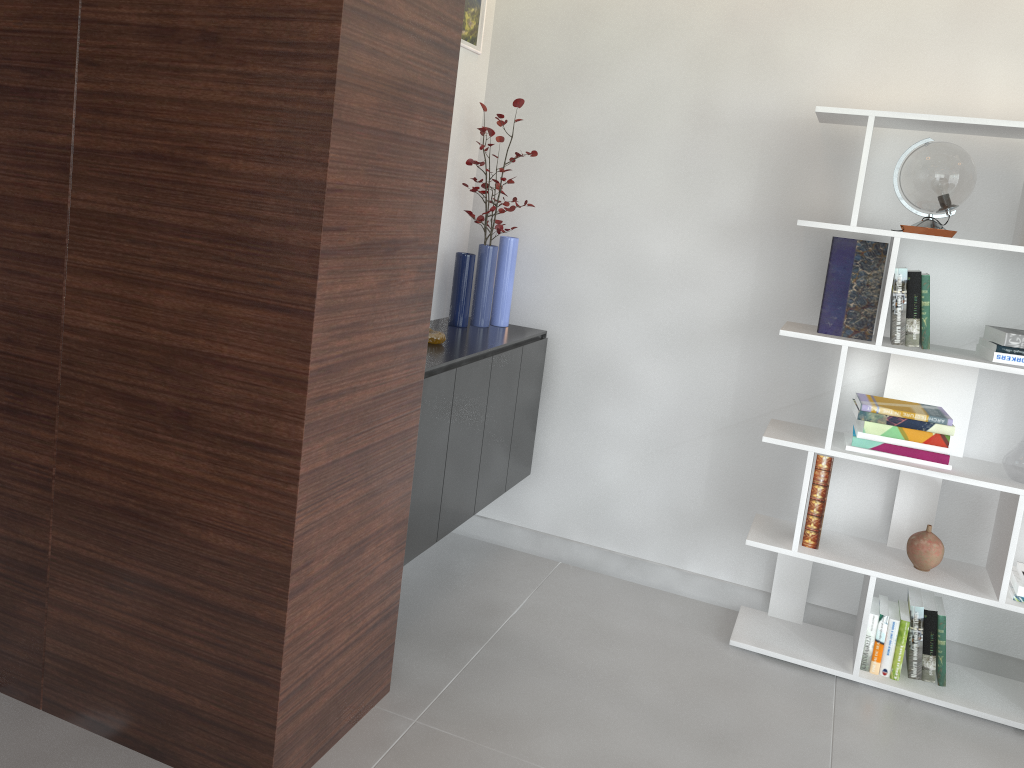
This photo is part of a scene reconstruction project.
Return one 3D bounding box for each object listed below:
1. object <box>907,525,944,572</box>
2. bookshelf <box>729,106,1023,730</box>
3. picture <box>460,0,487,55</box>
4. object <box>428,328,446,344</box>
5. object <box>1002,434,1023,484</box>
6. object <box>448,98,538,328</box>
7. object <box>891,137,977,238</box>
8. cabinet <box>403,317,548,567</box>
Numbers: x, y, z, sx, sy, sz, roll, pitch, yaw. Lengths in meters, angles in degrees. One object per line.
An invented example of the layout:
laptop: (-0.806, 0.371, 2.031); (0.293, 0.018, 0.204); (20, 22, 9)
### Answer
object: (1.348, 0.531, 2.878); (0.112, 0.145, 0.124); (10, 10, 17)
bookshelf: (1.431, 0.096, 2.826); (1.156, 1.798, 0.302); (10, 8, 21)
picture: (-0.145, -1.373, 3.283); (0.015, 0.254, 0.204); (10, 10, 20)
object: (-0.273, -0.160, 2.916); (0.099, 0.045, 0.106); (2, 12, -23)
object: (1.600, 0.195, 2.725); (0.133, 0.217, 0.133); (11, 10, 26)
object: (-0.085, -0.645, 3.345); (0.272, 0.850, 0.273); (12, 10, 34)
object: (1.314, -0.578, 2.772); (0.237, 0.379, 0.220); (14, 11, 40)
cabinet: (-0.278, 0.129, 3.053); (0.400, 0.576, 1.141); (10, 12, 20)
